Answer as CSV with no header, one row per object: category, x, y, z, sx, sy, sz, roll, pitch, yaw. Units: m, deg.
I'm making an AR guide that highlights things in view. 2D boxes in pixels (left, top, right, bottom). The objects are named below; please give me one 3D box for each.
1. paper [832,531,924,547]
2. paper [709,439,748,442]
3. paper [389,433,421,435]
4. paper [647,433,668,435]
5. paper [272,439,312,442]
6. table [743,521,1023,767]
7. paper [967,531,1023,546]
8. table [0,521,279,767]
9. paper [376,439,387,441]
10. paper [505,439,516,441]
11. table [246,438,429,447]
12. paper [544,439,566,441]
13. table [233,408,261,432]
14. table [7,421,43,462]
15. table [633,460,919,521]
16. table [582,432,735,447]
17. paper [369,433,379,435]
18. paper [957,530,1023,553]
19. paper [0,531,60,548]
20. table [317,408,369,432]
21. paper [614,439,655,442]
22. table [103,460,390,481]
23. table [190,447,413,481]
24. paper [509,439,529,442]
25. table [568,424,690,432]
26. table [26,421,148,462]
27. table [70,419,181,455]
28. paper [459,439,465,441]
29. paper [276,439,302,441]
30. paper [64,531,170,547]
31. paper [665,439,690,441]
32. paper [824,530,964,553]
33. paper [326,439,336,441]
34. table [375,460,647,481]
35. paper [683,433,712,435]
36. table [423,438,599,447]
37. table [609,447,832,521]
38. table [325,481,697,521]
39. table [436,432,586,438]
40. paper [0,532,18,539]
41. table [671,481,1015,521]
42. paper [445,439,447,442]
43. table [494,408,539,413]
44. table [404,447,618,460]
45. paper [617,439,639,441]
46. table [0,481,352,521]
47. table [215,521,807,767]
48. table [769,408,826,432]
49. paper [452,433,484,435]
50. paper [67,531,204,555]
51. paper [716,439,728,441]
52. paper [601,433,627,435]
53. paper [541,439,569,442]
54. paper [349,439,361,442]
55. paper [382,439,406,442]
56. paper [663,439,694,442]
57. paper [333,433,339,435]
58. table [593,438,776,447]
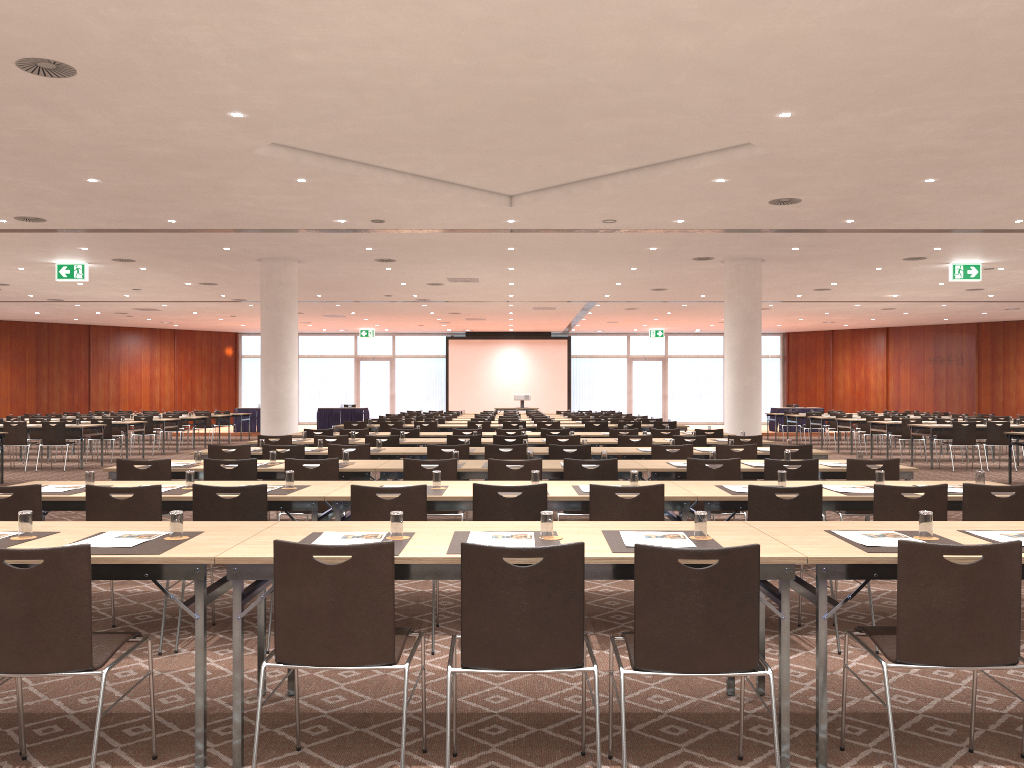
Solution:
paper,1.584,0.662,3.809,0.283,0.006,0.398,0,-1,0
paper,2.893,0.748,11.702,0.460,0.003,0.565,0,-1,1
paper,-1.646,0.769,13.719,0.460,0.003,0.565,0,-1,-3
paper,2.258,0.769,13.711,0.460,0.003,0.565,0,-1,3
paper,-2.942,0.748,11.741,0.460,0.003,0.565,0,-1,-1
table,2.266,1.084,3.875,2.267,0.833,0.953,0,0,0
paper,2.193,0.662,3.811,0.283,0.006,0.398,0,-1,-2
table,-2.274,1.084,3.870,2.267,0.833,0.953,0,0,0
paper,-1.695,0.745,11.787,0.283,0.006,0.398,0,-1,0
paper,-0.062,0.745,11.797,0.283,0.006,0.398,0,-1,4
table,-2.281,1.167,11.870,2.267,0.833,0.953,0,0,0
paper,0.570,0.745,11.782,0.283,0.006,0.398,0,-1,-1
table,-8.667,1.240,30.587,1.712,0.832,1.042,0,0,0
table,-11.556,1.245,19.362,2.267,0.833,0.953,0,0,0
table,2.263,1.126,7.875,2.267,0.833,0.953,0,0,0
table,2.257,1.188,13.875,2.267,0.833,0.953,0,0,0
paper,-2.303,0.769,13.729,0.460,0.003,0.565,0,-1,-1
paper,2.246,0.665,3.753,0.460,0.003,0.565,0,-1,3
paper,-2.277,0.665,3.728,0.460,0.003,0.565,0,-1,2
table,-5.823,1.240,30.589,1.712,0.832,1.042,0,0,0
paper,1.615,0.748,11.714,0.460,0.003,0.565,0,-1,-1
table,-2.277,1.126,7.870,2.267,0.833,0.953,0,0,0
table,-2.279,1.146,9.870,2.267,0.833,0.953,0,0,0
paper,-0.010,0.748,11.709,0.460,0.003,0.565,0,-1,1
table,2.254,1.224,17.375,2.267,0.833,0.953,0,0,0
table,-9.286,1.245,19.364,2.267,0.833,0.953,0,0,0
table,-9.287,1.266,21.364,2.267,0.833,0.953,0,0,0
paper,-0.705,0.745,11.793,0.283,0.006,0.398,0,-1,-2
paper,-2.968,0.745,11.794,0.283,0.006,0.398,0,-1,2
paper,-1.677,0.662,3.796,0.283,0.006,0.398,0,-1,2
paper,2.202,0.745,11.789,0.283,0.006,0.398,0,-1,0
paper,1.640,0.665,3.754,0.460,0.003,0.565,0,-1,3
paper,-2.359,0.745,11.789,0.283,0.006,0.398,0,-1,0
table,-0.007,1.126,7.872,2.267,0.833,0.953,0,0,0
paper,2.885,0.769,13.740,0.460,0.003,0.565,0,-1,1
table,-0.011,1.167,11.872,2.267,0.833,0.953,0,0,0
table,2.261,1.146,9.875,2.267,0.833,0.953,0,0,0
table,-0.006,1.105,5.872,2.267,0.833,0.953,0,0,0
table,-0.013,1.188,13.872,2.267,0.833,0.953,0,0,0
paper,-2.338,0.662,3.791,0.283,0.006,0.398,0,-1,3
table,2.264,1.105,5.875,2.267,0.833,0.953,0,0,0
paper,-0.644,0.748,11.709,0.460,0.003,0.565,0,-1,-3
table,0.159,1.240,30.611,1.539,0.832,0.953,0,0,0
table,-0.009,1.146,9.872,2.267,0.833,0.953,0,0,0
paper,1.550,0.745,11.769,0.283,0.006,0.398,0,-1,1
table,-2.276,1.105,5.870,2.267,0.833,0.953,0,0,0
table,-0.004,1.084,3.872,2.267,0.833,0.953,0,0,0
table,9.848,1.240,30.604,1.712,0.832,1.042,0,0,0
paper,-0.667,0.769,13.720,0.460,0.003,0.565,0,-1,3
paper,-1.610,0.665,3.718,0.460,0.003,0.565,0,-1,-2
paper,2.884,0.745,11.793,0.283,0.006,0.398,0,-1,1
paper,1.616,0.769,13.730,0.460,0.003,0.565,0,-1,1
paper,0.625,0.748,11.730,0.460,0.003,0.565,0,-1,-1
paper,-2.271,0.748,11.727,0.460,0.003,0.565,0,-1,-1
paper,-1.646,0.748,11.715,0.460,0.003,0.565,0,-1,-3
paper,2.282,0.748,11.743,0.460,0.003,0.565,0,-1,-1
paper,-2.933,0.769,13.707,0.460,0.003,0.565,0,-1,1
table,2.259,1.167,11.875,2.267,0.833,0.953,0,0,0
